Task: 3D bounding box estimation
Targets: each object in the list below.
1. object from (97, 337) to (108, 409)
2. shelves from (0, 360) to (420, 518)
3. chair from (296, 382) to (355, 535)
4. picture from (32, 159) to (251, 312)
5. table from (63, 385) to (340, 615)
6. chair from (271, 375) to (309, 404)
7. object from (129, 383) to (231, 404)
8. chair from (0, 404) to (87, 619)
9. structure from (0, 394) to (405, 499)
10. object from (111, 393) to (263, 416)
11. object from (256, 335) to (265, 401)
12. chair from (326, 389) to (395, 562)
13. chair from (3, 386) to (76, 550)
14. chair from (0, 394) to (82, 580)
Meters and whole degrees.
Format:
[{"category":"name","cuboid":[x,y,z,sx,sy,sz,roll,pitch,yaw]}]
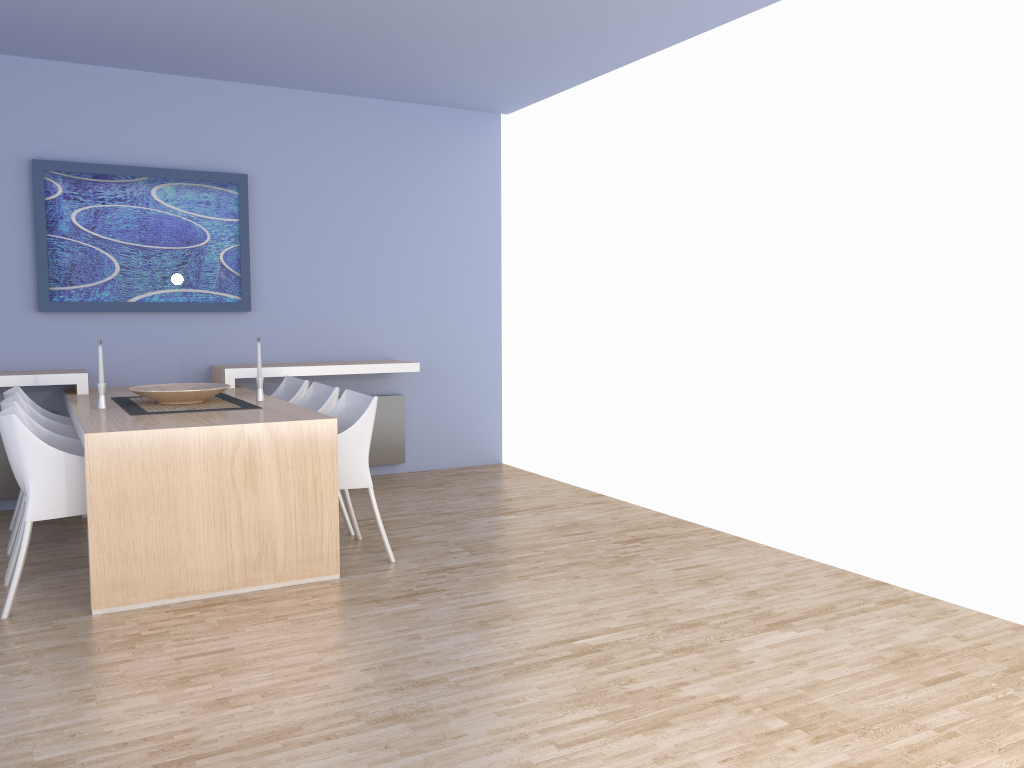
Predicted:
[{"category":"object","cuboid":[-2.001,-0.055,4.320,0.045,0.349,0.045,1,5,13]},{"category":"shelves","cuboid":[-2.456,0.336,5.399,3.901,0.840,0.463,-3,5,-28]},{"category":"chair","cuboid":[-1.171,0.402,4.813,0.486,0.793,0.510,-3,5,-28]},{"category":"picture","cuboid":[-2.299,-0.908,5.595,1.252,0.901,0.049,-3,5,-28]},{"category":"table","cuboid":[-1.767,0.449,4.710,1.002,0.718,2.340,-3,5,-28]},{"category":"chair","cuboid":[-1.452,0.362,5.328,0.486,0.793,0.510,-3,5,-28]},{"category":"object","cuboid":[-1.714,0.054,4.589,0.493,0.081,0.493,-1,5,-10]},{"category":"chair","cuboid":[-1.893,0.489,3.745,0.486,0.793,0.510,-3,5,-28]},{"category":"structure","cuboid":[-2.484,0.406,5.595,3.843,0.503,0.064,-3,5,-28]},{"category":"object","cuboid":[-1.710,0.097,4.592,0.594,0.005,0.986,-3,5,-29]},{"category":"object","cuboid":[-1.334,-0.085,4.682,0.045,0.349,0.045,-3,5,-28]},{"category":"chair","cuboid":[-0.886,0.443,4.292,0.486,0.793,0.510,-3,5,-29]},{"category":"chair","cuboid":[-2.443,0.411,4.750,0.486,0.793,0.510,-3,5,-28]},{"category":"chair","cuboid":[-2.168,0.450,4.248,0.486,0.793,0.510,-3,5,-28]}]
